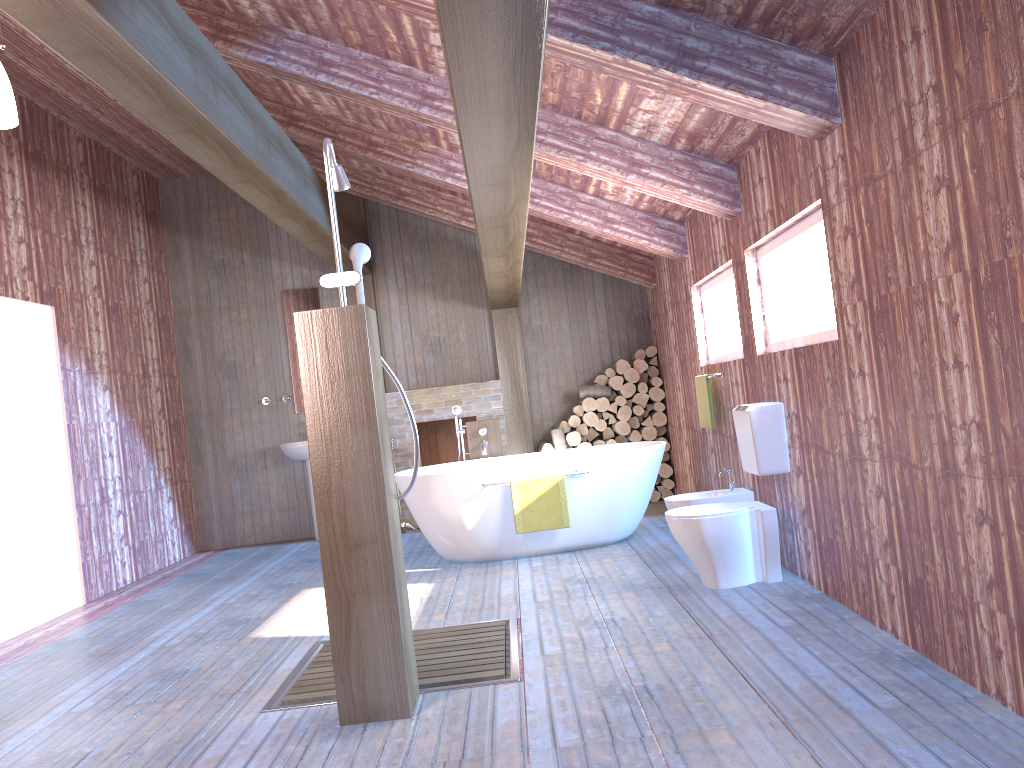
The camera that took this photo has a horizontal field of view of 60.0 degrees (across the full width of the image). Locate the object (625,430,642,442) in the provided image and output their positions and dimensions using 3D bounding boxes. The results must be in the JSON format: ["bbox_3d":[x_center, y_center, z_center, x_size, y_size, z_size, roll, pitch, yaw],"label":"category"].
[{"bbox_3d":[1.134,0.485,8.321,0.114,0.113,0.301,-7,-1,-3],"label":"object"}]

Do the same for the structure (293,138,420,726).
[{"bbox_3d":[-0.575,0.113,3.376,0.328,2.209,0.522,-7,-1,20],"label":"structure"}]

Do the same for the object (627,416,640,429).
[{"bbox_3d":[1.119,0.358,8.335,0.111,0.118,0.302,-7,-1,-1],"label":"object"}]

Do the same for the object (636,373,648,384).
[{"bbox_3d":[1.217,-0.044,8.459,0.132,0.119,0.319,-7,-1,1],"label":"object"}]

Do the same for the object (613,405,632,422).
[{"bbox_3d":[1.036,0.280,8.350,0.136,0.157,0.439,-7,-1,1],"label":"object"}]

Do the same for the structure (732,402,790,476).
[{"bbox_3d":[1.303,0.284,4.655,0.182,0.363,0.358,-7,-1,1],"label":"structure"}]

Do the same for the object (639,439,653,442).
[{"bbox_3d":[1.260,0.580,8.444,0.118,0.106,0.319,-7,-1,-3],"label":"object"}]

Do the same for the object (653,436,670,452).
[{"bbox_3d":[1.374,0.564,8.366,0.139,0.137,0.455,-7,-1,-2],"label":"object"}]

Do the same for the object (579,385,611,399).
[{"bbox_3d":[0.771,0.073,8.252,0.302,0.157,0.121,-7,-1,1],"label":"object"}]

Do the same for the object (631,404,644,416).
[{"bbox_3d":[1.161,0.243,8.350,0.102,0.109,0.438,-7,-1,0],"label":"object"}]

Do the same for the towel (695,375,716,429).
[{"bbox_3d":[1.305,0.121,6.007,0.032,0.361,0.370,-7,-1,0],"label":"towel"}]

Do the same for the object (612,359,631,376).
[{"bbox_3d":[1.030,-0.156,8.379,0.135,0.139,0.456,-7,-1,1],"label":"object"}]

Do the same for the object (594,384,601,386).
[{"bbox_3d":[0.796,0.070,8.450,0.113,0.130,0.291,-7,-1,1],"label":"object"}]

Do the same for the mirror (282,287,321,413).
[{"bbox_3d":[-1.986,-0.330,8.601,0.350,1.199,0.009,-7,-1,0],"label":"mirror"}]

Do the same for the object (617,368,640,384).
[{"bbox_3d":[1.092,-0.072,8.359,0.141,0.143,0.437,-7,-1,-2],"label":"object"}]

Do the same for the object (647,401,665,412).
[{"bbox_3d":[1.354,0.211,8.353,0.102,0.109,0.438,-7,-1,0],"label":"object"}]

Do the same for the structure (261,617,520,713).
[{"bbox_3d":[-0.466,1.234,3.895,1.000,0.067,1.000,-7,-1,-1],"label":"structure"}]

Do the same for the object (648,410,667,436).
[{"bbox_3d":[1.363,0.377,8.359,0.137,0.256,0.439,-7,-1,0],"label":"object"}]

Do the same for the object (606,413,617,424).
[{"bbox_3d":[0.934,0.325,8.352,0.085,0.096,0.280,-7,-1,1],"label":"object"}]

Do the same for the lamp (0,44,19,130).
[{"bbox_3d":[-2.071,-1.510,3.450,0.174,1.001,0.174,-6,-1,-19],"label":"lamp"}]

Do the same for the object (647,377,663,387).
[{"bbox_3d":[1.331,-0.020,8.358,0.102,0.109,0.438,-7,-1,0],"label":"object"}]

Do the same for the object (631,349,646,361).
[{"bbox_3d":[1.198,-0.259,8.399,0.104,0.121,0.270,-7,-1,1],"label":"object"}]

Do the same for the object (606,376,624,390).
[{"bbox_3d":[0.960,-0.009,8.375,0.139,0.148,0.458,-7,-1,0],"label":"object"}]

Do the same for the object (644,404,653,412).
[{"bbox_3d":[1.293,0.220,8.397,0.088,0.092,0.280,-7,-1,1],"label":"object"}]

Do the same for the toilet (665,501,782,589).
[{"bbox_3d":[1.091,0.847,4.648,0.534,0.400,0.375,-7,-1,1],"label":"toilet"}]

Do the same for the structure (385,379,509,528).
[{"bbox_3d":[-0.593,0.681,8.512,1.130,1.330,0.226,-7,-1,0],"label":"structure"}]

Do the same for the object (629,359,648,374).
[{"bbox_3d":[1.190,-0.160,8.381,0.133,0.142,0.456,-7,-1,1],"label":"object"}]

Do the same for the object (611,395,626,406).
[{"bbox_3d":[0.999,0.155,8.349,0.102,0.109,0.438,-7,-1,0],"label":"object"}]

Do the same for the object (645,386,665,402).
[{"bbox_3d":[1.332,0.094,8.359,0.147,0.152,0.439,-7,-1,0],"label":"object"}]

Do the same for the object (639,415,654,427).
[{"bbox_3d":[1.244,0.345,8.350,0.115,0.112,0.423,-7,-1,0],"label":"object"}]

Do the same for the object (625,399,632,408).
[{"bbox_3d":[1.079,0.193,8.331,0.095,0.090,0.278,-7,-1,1],"label":"object"}]

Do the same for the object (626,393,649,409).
[{"bbox_3d":[1.187,0.160,8.382,0.172,0.151,0.482,-7,-1,1],"label":"object"}]

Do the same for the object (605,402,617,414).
[{"bbox_3d":[0.919,0.236,8.347,0.109,0.124,0.424,-7,-1,-1],"label":"object"}]

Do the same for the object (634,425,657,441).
[{"bbox_3d":[1.257,0.461,8.354,0.137,0.133,0.437,-7,-1,-2],"label":"object"}]

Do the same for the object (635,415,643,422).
[{"bbox_3d":[1.184,0.324,8.337,0.065,0.069,0.177,-7,-1,-1],"label":"object"}]

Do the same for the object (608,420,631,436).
[{"bbox_3d":[1.008,0.408,8.347,0.141,0.143,0.437,-7,-1,-2],"label":"object"}]

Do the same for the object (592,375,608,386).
[{"bbox_3d":[0.839,-0.021,8.453,0.140,0.121,0.319,-7,-1,1],"label":"object"}]

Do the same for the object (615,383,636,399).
[{"bbox_3d":[1.068,0.068,8.356,0.143,0.151,0.440,-7,-1,0],"label":"object"}]

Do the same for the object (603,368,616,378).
[{"bbox_3d":[0.916,-0.103,8.348,0.094,0.097,0.227,-7,-1,1],"label":"object"}]

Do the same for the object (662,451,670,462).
[{"bbox_3d":[1.402,0.669,8.397,0.114,0.113,0.301,-7,-1,-3],"label":"object"}]

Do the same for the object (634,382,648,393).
[{"bbox_3d":[1.205,0.039,8.355,0.089,0.106,0.437,-7,-1,1],"label":"object"}]

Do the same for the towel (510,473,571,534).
[{"bbox_3d":[0.188,0.792,5.871,0.370,0.361,0.032,-7,-1,-4],"label":"towel"}]
